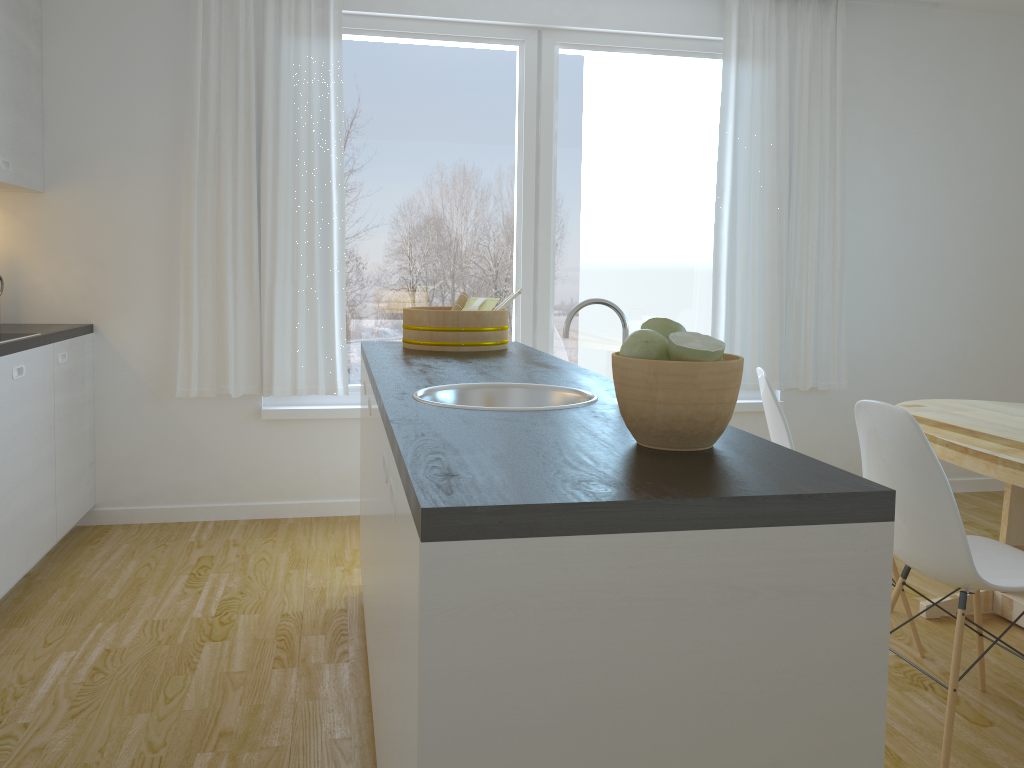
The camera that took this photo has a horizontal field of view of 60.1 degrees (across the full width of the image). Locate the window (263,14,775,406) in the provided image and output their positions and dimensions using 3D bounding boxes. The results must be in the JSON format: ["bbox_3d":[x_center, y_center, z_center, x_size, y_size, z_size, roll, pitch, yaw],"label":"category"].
[{"bbox_3d":[0.120,-0.863,4.604,2.726,1.910,0.089,0,4,-11],"label":"window"}]

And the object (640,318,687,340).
[{"bbox_3d":[0.250,-0.075,1.463,0.077,0.071,0.074,2,6,13],"label":"object"}]

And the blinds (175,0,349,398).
[{"bbox_3d":[-1.162,-1.007,4.138,0.795,2.151,0.150,0,4,-12],"label":"blinds"}]

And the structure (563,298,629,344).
[{"bbox_3d":[0.196,-0.079,1.928,0.162,0.214,0.097,0,4,-11],"label":"structure"}]

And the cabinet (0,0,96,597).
[{"bbox_3d":[-1.865,-0.374,2.488,0.481,2.290,3.218,0,6,-11],"label":"cabinet"}]

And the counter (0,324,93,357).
[{"bbox_3d":[-2.048,-0.131,3.083,0.600,0.040,2.012,-1,7,-11],"label":"counter"}]

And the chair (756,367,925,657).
[{"bbox_3d":[1.113,0.400,3.071,0.523,0.898,0.432,2,4,9],"label":"chair"}]

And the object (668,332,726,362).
[{"bbox_3d":[0.279,-0.044,1.339,0.086,0.065,0.084,1,6,1],"label":"object"}]

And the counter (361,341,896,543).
[{"bbox_3d":[-0.044,0.006,2.237,0.600,0.040,2.414,-1,7,-11],"label":"counter"}]

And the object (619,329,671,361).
[{"bbox_3d":[0.213,-0.039,1.400,0.086,0.098,0.102,2,6,10],"label":"object"}]

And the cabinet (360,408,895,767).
[{"bbox_3d":[-0.051,0.478,2.266,0.600,0.905,2.414,0,7,-11],"label":"cabinet"}]

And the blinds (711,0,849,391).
[{"bbox_3d":[1.451,-1.032,4.661,0.795,2.151,0.150,0,4,-11],"label":"blinds"}]

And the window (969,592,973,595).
[{"bbox_3d":[2.487,-0.457,2.105,2.549,2.045,1.889,0,5,-11],"label":"window"}]

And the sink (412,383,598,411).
[{"bbox_3d":[-0.016,0.099,1.925,0.404,0.156,0.406,5,8,30],"label":"sink"}]

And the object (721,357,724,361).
[{"bbox_3d":[0.292,-0.024,1.417,0.098,0.085,0.081,6,7,43],"label":"object"}]

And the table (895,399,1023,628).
[{"bbox_3d":[1.947,0.560,2.591,1.193,0.722,2.202,-1,7,-13],"label":"table"}]

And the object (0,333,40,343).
[{"bbox_3d":[-2.051,-0.149,3.085,0.562,0.013,0.658,-1,7,-11],"label":"object"}]

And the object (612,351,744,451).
[{"bbox_3d":[0.259,0.025,1.402,0.206,0.141,0.205,6,8,40],"label":"object"}]

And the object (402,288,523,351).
[{"bbox_3d":[-0.194,-0.241,3.192,0.379,0.213,0.432,3,7,17],"label":"object"}]
